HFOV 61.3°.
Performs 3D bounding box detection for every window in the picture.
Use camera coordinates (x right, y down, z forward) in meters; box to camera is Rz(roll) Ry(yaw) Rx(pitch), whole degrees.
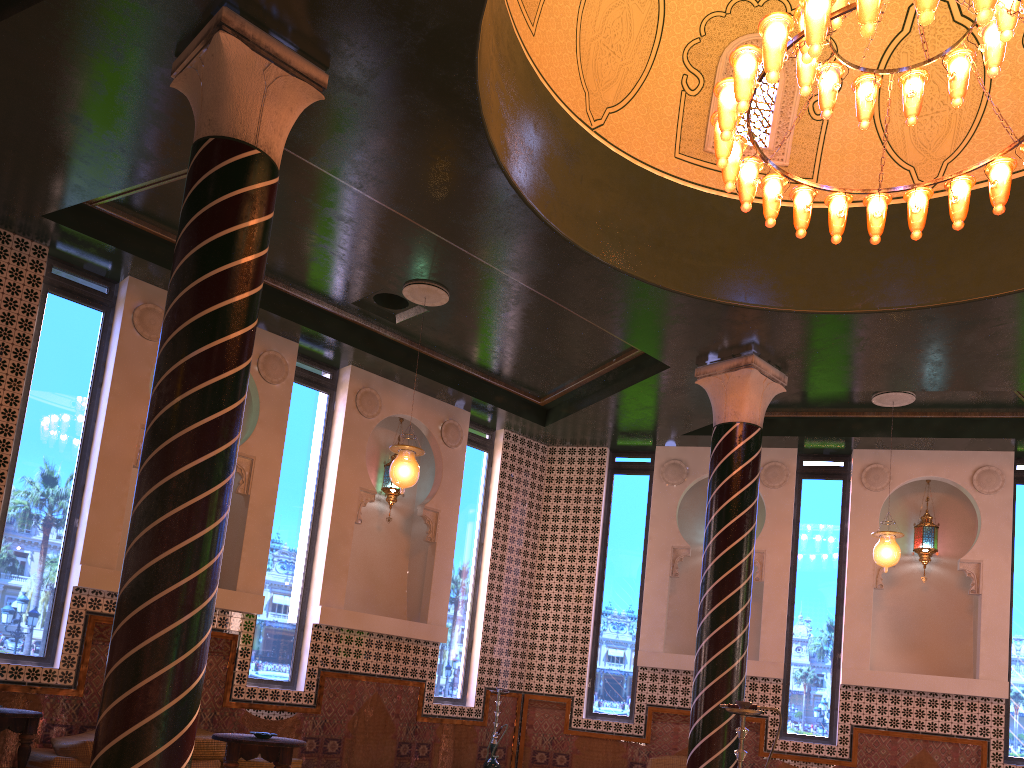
[{"bbox_3d":[2.793,-3.741,6.247,5.762,1.122,5.777,8,-20,-6],"label":"window"},{"bbox_3d":[-4.876,0.934,9.024,0.796,3.873,0.091,14,-11,-43],"label":"window"},{"bbox_3d":[1.712,3.254,13.482,0.771,3.873,0.094,4,-8,17],"label":"window"},{"bbox_3d":[4.444,3.239,12.660,0.771,3.873,0.094,4,-8,17],"label":"window"},{"bbox_3d":[7.176,3.224,11.838,0.771,3.873,0.094,4,-8,17],"label":"window"},{"bbox_3d":[-2.828,1.857,10.963,0.796,3.873,0.091,14,-11,-43],"label":"window"},{"bbox_3d":[-0.780,2.780,12.900,0.796,3.873,0.091,14,-11,-43],"label":"window"}]

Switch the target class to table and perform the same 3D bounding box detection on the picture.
[{"bbox_3d":[-4.828,3.287,7.933,0.853,0.568,0.867,13,-18,-23],"label":"table"},{"bbox_3d":[-2.319,3.503,7.812,0.858,0.568,0.861,15,-19,-29],"label":"table"}]

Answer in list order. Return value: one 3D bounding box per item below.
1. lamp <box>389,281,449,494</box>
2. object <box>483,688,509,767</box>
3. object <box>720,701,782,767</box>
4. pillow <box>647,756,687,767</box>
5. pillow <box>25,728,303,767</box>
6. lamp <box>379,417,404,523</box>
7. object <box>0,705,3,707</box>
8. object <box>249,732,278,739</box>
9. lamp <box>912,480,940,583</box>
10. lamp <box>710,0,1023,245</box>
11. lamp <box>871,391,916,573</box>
[{"bbox_3d":[-1.075,0.084,9.460,0.519,2.244,0.537,0,-10,36],"label":"lamp"},{"bbox_3d":[-0.226,4.899,12.138,0.302,1.214,0.478,7,-9,-6],"label":"object"},{"bbox_3d":[1.613,2.815,5.926,0.471,1.213,0.306,11,-10,-26],"label":"object"},{"bbox_3d":[2.519,5.770,11.865,5.731,1.159,1.480,0,-16,16],"label":"pillow"},{"bbox_3d":[-1.705,2.760,4.926,10.402,1.223,10.091,23,-26,-39],"label":"pillow"},{"bbox_3d":[-1.648,1.208,12.194,0.362,1.515,0.334,7,-8,-9],"label":"lamp"},{"bbox_3d":[-4.757,2.927,7.818,0.256,0.044,0.259,16,-22,-26],"label":"object"},{"bbox_3d":[-2.266,3.206,7.867,0.256,0.044,0.259,16,-22,-26],"label":"object"},{"bbox_3d":[5.976,2.100,12.454,0.367,1.515,0.329,11,-9,-29],"label":"lamp"},{"bbox_3d":[2.810,-3.741,6.082,2.532,4.458,2.510,14,-13,-34],"label":"lamp"},{"bbox_3d":[4.819,1.274,11.027,0.519,2.244,0.537,0,-10,36],"label":"lamp"}]
